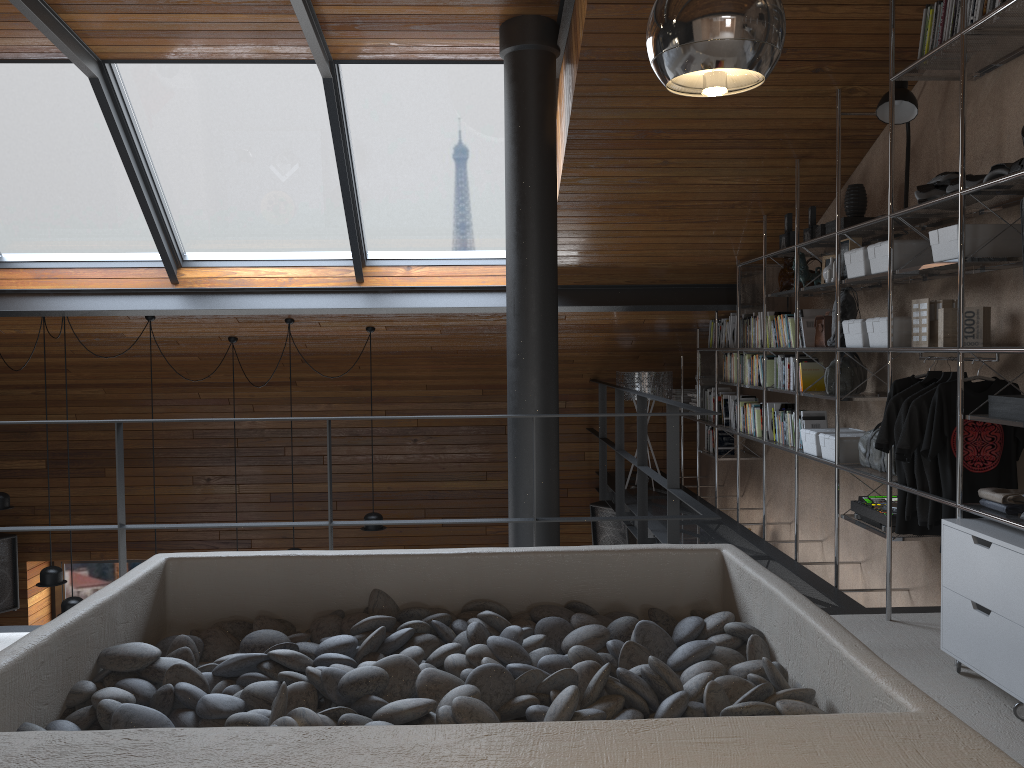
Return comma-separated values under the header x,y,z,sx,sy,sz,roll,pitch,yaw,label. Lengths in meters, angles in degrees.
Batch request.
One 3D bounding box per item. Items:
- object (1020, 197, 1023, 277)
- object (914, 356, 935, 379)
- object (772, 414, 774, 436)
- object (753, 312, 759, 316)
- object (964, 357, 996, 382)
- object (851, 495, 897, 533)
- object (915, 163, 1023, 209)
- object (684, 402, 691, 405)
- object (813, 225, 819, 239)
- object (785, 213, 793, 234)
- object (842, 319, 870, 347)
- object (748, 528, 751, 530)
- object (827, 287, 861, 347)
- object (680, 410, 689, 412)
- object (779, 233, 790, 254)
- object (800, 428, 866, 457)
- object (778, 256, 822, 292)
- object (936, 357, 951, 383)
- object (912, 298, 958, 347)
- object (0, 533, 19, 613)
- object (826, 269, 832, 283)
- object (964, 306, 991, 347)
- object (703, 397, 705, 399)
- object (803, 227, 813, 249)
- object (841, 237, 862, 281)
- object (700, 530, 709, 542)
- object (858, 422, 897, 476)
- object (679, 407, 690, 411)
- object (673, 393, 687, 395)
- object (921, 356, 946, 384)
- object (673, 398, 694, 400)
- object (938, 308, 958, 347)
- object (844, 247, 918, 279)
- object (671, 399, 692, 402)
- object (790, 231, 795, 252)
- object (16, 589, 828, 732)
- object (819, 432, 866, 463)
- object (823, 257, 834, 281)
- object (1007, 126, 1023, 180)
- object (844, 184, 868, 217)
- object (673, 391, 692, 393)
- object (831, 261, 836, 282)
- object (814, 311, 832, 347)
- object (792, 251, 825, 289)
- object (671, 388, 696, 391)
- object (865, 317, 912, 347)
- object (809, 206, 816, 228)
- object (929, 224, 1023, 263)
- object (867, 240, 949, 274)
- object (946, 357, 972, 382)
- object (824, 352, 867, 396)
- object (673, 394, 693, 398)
x,y,z,sx,sy,sz,roll,pitch,yaw,label
1.864,-0.402,2.953,0.188,0.559,0.337,0,2,3,object
1.779,-0.061,3.775,0.283,0.118,0.016,-1,2,-2,object
1.700,0.263,5.557,0.131,0.180,0.042,-1,2,-3,object
1.699,-0.362,5.978,0.146,0.240,0.023,-1,2,-2,object
1.792,-0.047,3.407,0.283,0.118,0.016,-1,2,-2,object
1.816,0.603,4.149,0.320,0.114,0.404,-1,2,-2,object
1.799,-0.791,3.452,0.286,0.141,0.657,-1,2,-9,object
1.621,0.175,7.982,0.203,0.013,0.161,-1,2,-2,object
1.738,-0.845,5.067,0.029,0.117,0.086,0,2,23,object
1.671,-0.969,5.357,0.029,0.114,0.084,0,2,5,object
1.767,-0.243,4.250,0.295,0.136,0.228,-1,2,-2,object
1.780,1.304,6.530,0.215,0.458,0.328,0,2,3,object
1.729,-0.335,4.624,0.157,0.339,0.229,0,2,25,object
1.643,0.241,7.986,0.226,0.012,0.159,-1,2,-2,object
1.668,-0.856,5.410,0.029,0.117,0.086,-1,2,-16,object
1.752,0.316,4.833,0.295,0.136,0.228,-1,2,-2,object
1.728,-0.661,5.309,0.278,0.222,0.138,2,3,44,object
1.782,-0.013,3.607,0.387,0.197,0.009,-1,2,-6,object
1.792,-0.255,3.721,0.142,0.205,0.196,-1,2,-4,object
-4.828,2.532,7.982,0.686,2.298,0.639,1,3,36,object
1.655,-0.562,4.625,0.037,0.077,0.037,-1,2,-16,object
1.787,-0.218,3.410,0.078,0.156,0.074,-3,3,-43,object
1.668,0.113,7.354,0.217,0.013,0.161,-1,2,-2,object
1.733,-0.849,5.165,0.029,0.117,0.086,-1,2,-12,object
1.725,-0.630,4.535,0.062,0.219,0.157,-1,2,-2,object
1.680,1.613,7.730,0.244,0.879,0.244,1,2,26,object
1.775,0.289,4.158,0.166,0.247,0.376,-1,2,-4,object
1.640,0.222,7.976,0.262,0.025,0.176,-1,2,-2,object
1.622,0.087,8.236,0.233,0.021,0.174,-1,2,-2,object
1.778,-0.018,3.729,0.387,0.197,0.009,-1,2,-6,object
1.615,0.134,8.222,0.246,0.016,0.182,-1,2,-2,object
1.733,-0.221,3.502,0.074,0.156,0.078,0,2,13,object
1.769,-0.577,4.231,0.295,0.136,0.228,-1,2,-2,object
1.615,0.150,8.222,0.246,0.016,0.182,-1,2,-2,object
1.682,-0.852,5.313,0.029,0.117,0.086,0,2,18,object
-0.189,0.739,2.081,1.842,0.246,1.435,-1,2,-2,object
1.762,0.326,4.566,0.295,0.136,0.228,-1,2,-2,object
1.708,-0.603,4.733,0.091,0.146,0.091,1,3,32,object
1.820,-0.871,2.917,0.174,0.342,0.416,0,2,2,object
1.766,-0.932,4.556,0.115,0.177,0.115,0,2,23,object
1.614,0.068,8.236,0.246,0.016,0.182,-1,2,-2,object
1.666,-0.579,4.575,0.037,0.114,0.037,-1,2,-16,object
1.739,-0.298,4.857,0.227,0.202,0.082,-3,3,-41,object
1.710,-0.650,5.107,0.197,0.220,0.102,-1,2,-18,object
1.613,0.052,8.246,0.246,0.016,0.182,-1,2,-2,object
1.777,-0.233,3.984,0.295,0.136,0.228,-1,2,-2,object
1.731,-0.962,5.111,0.029,0.114,0.084,0,2,10,object
1.799,-0.539,3.416,0.290,0.124,0.222,-1,2,-2,object
1.778,-0.567,3.971,0.295,0.136,0.228,-1,2,-2,object
1.785,-0.010,3.542,0.387,0.197,0.009,-1,2,-6,object
1.772,-0.065,4.702,0.166,0.240,0.390,1,3,31,object
1.612,0.111,8.221,0.252,0.028,0.180,-1,2,-2,object
